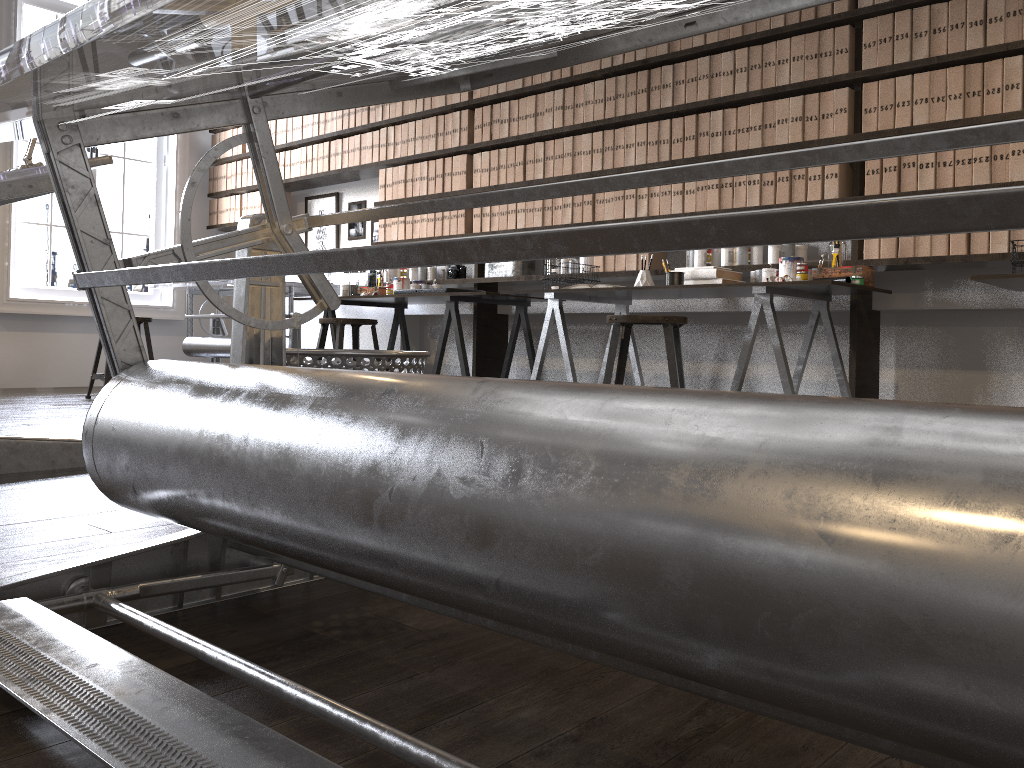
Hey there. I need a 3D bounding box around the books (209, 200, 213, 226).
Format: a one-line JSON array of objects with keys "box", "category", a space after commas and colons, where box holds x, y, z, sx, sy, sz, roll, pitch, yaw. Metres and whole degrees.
[{"box": [-2.482, -1.442, 7.532, 0.067, 0.226, 0.174, 1, 0, 42], "category": "books"}]

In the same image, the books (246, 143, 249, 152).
[{"box": [-2.054, -1.962, 7.162, 0.067, 0.226, 0.174, 1, 0, 42], "category": "books"}]

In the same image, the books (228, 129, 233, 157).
[{"box": [-2.260, -1.980, 7.342, 0.067, 0.226, 0.174, 1, 0, 42], "category": "books"}]

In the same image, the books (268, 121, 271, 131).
[{"box": [-1.848, -1.950, 6.983, 0.067, 0.225, 0.174, 1, 0, 42], "category": "books"}]

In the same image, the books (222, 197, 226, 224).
[{"box": [-2.323, -1.433, 7.388, 0.067, 0.225, 0.174, 1, 0, 42], "category": "books"}]

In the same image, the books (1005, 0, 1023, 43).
[{"box": [2.020, -1.446, 3.527, 0.067, 0.225, 0.174, 1, 0, 42], "category": "books"}]

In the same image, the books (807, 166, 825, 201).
[{"box": [1.417, -0.935, 4.044, 0.067, 0.226, 0.174, 1, 0, 42], "category": "books"}]

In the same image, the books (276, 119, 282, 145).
[{"box": [-1.736, -1.943, 6.884, 0.067, 0.226, 0.174, 1, 0, 42], "category": "books"}]

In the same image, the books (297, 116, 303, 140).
[{"box": [-1.531, -1.930, 6.693, 0.067, 0.226, 0.174, 1, 0, 42], "category": "books"}]

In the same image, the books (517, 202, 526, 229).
[{"box": [0.112, -1.014, 5.209, 0.067, 0.225, 0.174, 1, 0, 42], "category": "books"}]

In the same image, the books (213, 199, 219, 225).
[{"box": [-2.429, -1.439, 7.478, 0.067, 0.226, 0.174, 1, 0, 42], "category": "books"}]

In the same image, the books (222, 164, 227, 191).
[{"box": [-2.326, -1.710, 7.396, 0.067, 0.226, 0.174, 1, 0, 42], "category": "books"}]

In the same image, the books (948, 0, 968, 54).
[{"box": [1.867, -1.456, 3.664, 0.067, 0.226, 0.174, 1, 0, 42], "category": "books"}]

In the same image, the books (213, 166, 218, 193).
[{"box": [-2.430, -1.717, 7.493, 0.067, 0.226, 0.174, 1, 0, 42], "category": "books"}]

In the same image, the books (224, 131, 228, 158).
[{"box": [-2.307, -1.983, 7.390, 0.067, 0.225, 0.174, 1, 0, 42], "category": "books"}]

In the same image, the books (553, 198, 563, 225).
[{"box": [0.314, -1.002, 5.033, 0.067, 0.226, 0.174, 1, 0, 42], "category": "books"}]

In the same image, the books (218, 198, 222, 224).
[{"box": [-2.370, -1.435, 7.433, 0.067, 0.225, 0.174, 1, 0, 42], "category": "books"}]

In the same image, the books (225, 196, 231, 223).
[{"box": [-2.279, -1.429, 7.342, 0.067, 0.226, 0.174, 1, 0, 42], "category": "books"}]

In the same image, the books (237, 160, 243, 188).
[{"box": [-2.159, -1.700, 7.253, 0.067, 0.225, 0.174, 1, 0, 42], "category": "books"}]

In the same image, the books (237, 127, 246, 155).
[{"box": [-2.153, -1.974, 7.254, 0.067, 0.226, 0.174, 1, 0, 42], "category": "books"}]

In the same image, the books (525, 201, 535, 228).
[{"box": [0.160, -1.011, 5.168, 0.067, 0.225, 0.174, 1, 0, 42], "category": "books"}]

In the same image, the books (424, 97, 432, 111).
[{"box": [-0.485, -1.867, 5.767, 0.067, 0.226, 0.174, 1, 0, 42], "category": "books"}]

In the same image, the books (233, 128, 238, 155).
[{"box": [-2.206, -1.977, 7.302, 0.067, 0.226, 0.174, 1, 0, 42], "category": "books"}]

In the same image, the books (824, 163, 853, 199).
[{"box": [1.477, -0.931, 3.993, 0.067, 0.225, 0.174, 1, 0, 42], "category": "books"}]

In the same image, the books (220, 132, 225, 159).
[{"box": [-2.355, -1.986, 7.431, 0.067, 0.225, 0.174, 1, 0, 42], "category": "books"}]

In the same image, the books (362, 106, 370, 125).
[{"box": [-0.956, -1.896, 6.181, 0.067, 0.226, 0.174, 1, 0, 42], "category": "books"}]

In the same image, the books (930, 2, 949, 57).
[{"box": [1.816, -1.459, 3.712, 0.067, 0.226, 0.174, 1, 0, 42], "category": "books"}]

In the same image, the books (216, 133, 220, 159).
[{"box": [-2.410, -1.989, 7.477, 0.067, 0.226, 0.174, 1, 0, 42], "category": "books"}]

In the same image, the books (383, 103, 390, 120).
[{"box": [-0.791, -1.886, 6.041, 0.067, 0.226, 0.174, 1, 0, 42], "category": "books"}]

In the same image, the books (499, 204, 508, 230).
[{"box": [0.007, -1.020, 5.305, 0.067, 0.226, 0.174, 1, 0, 42], "category": "books"}]

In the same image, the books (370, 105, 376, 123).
[{"box": [-0.896, -1.892, 6.135, 0.067, 0.226, 0.174, 1, 0, 42], "category": "books"}]

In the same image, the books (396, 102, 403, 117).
[{"box": [-0.691, -1.879, 5.944, 0.067, 0.226, 0.174, 1, 0, 42], "category": "books"}]

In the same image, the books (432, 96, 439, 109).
[{"box": [-0.431, -1.864, 5.722, 0.067, 0.226, 0.174, 1, 0, 42], "category": "books"}]

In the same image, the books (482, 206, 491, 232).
[{"box": [-0.098, -1.027, 5.397, 0.067, 0.226, 0.174, 1, 0, 42], "category": "books"}]

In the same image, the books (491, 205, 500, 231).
[{"box": [-0.044, -1.024, 5.353, 0.067, 0.226, 0.174, 1, 0, 42], "category": "books"}]

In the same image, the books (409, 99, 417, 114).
[{"box": [-0.592, -1.874, 5.860, 0.067, 0.225, 0.174, 1, 0, 42], "category": "books"}]

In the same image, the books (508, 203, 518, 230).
[{"box": [0.057, -1.017, 5.256, 0.067, 0.226, 0.174, 1, 0, 42], "category": "books"}]

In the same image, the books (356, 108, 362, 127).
[{"box": [-1.008, -1.899, 6.235, 0.067, 0.225, 0.174, 1, 0, 42], "category": "books"}]

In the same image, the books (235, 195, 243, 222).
[{"box": [-2.168, -1.423, 7.249, 0.067, 0.226, 0.174, 1, 0, 42], "category": "books"}]

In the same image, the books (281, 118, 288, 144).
[{"box": [-1.686, -1.940, 6.833, 0.067, 0.226, 0.174, 1, 0, 42], "category": "books"}]

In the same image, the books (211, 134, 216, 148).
[{"box": [-2.460, -1.993, 7.527, 0.067, 0.226, 0.174, 1, 0, 42], "category": "books"}]

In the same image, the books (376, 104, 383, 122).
[{"box": [-0.846, -1.889, 6.085, 0.067, 0.226, 0.174, 1, 0, 42], "category": "books"}]

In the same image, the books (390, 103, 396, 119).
[{"box": [-0.738, -1.883, 5.993, 0.067, 0.226, 0.174, 1, 0, 42], "category": "books"}]

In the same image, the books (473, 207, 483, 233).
[{"box": [-0.155, -1.030, 5.442, 0.067, 0.226, 0.174, 1, 0, 42], "category": "books"}]

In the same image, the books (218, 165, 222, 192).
[{"box": [-2.376, -1.713, 7.446, 0.067, 0.226, 0.174, 1, 0, 42], "category": "books"}]

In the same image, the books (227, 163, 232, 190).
[{"box": [-2.270, -1.707, 7.352, 0.067, 0.226, 0.174, 1, 0, 42], "category": "books"}]

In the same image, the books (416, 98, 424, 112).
[{"box": [-0.540, -1.870, 5.811, 0.067, 0.226, 0.174, 1, 0, 42], "category": "books"}]

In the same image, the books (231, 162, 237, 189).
[{"box": [-2.218, -1.704, 7.298, 0.067, 0.226, 0.174, 1, 0, 42], "category": "books"}]

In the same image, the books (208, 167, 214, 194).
[{"box": [-2.484, -1.720, 7.533, 0.067, 0.226, 0.174, 1, 0, 42], "category": "books"}]

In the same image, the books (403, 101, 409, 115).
[{"box": [-0.638, -1.877, 5.903, 0.067, 0.225, 0.174, 1, 0, 42], "category": "books"}]

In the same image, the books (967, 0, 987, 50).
[{"box": [1.917, -1.453, 3.614, 0.067, 0.226, 0.174, 1, 0, 42], "category": "books"}]

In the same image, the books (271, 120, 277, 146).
[{"box": [-1.796, -1.946, 6.930, 0.067, 0.226, 0.174, 1, 0, 42], "category": "books"}]

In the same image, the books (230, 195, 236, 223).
[{"box": [-2.225, -1.426, 7.294, 0.067, 0.226, 0.174, 1, 0, 42], "category": "books"}]
